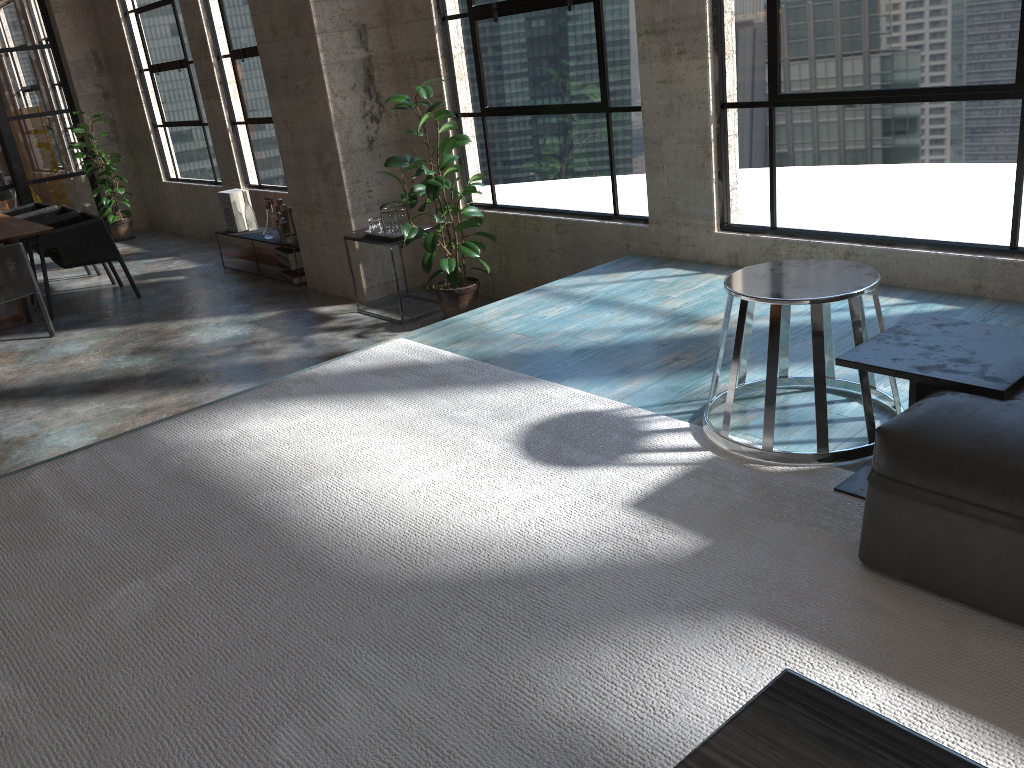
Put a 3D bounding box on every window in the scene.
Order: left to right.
[{"bbox_3d":[-5.747,-4.087,11.944,0.081,2.530,7.902,-23,26,-35],"label":"window"},{"bbox_3d":[-2.313,-3.020,8.043,0.081,2.530,1.780,-23,26,-35],"label":"window"},{"bbox_3d":[0.100,-2.271,5.303,0.081,2.530,1.780,-23,26,-35],"label":"window"},{"bbox_3d":[1.553,-1.820,3.654,0.081,2.530,1.780,-23,26,-35],"label":"window"}]

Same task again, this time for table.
[{"bbox_3d":[-4.876,-0.932,7.723,1.299,0.756,2.410,-23,26,-35],"label":"table"},{"bbox_3d":[-0.797,-0.798,6.276,0.450,0.563,0.600,-23,26,-35],"label":"table"},{"bbox_3d":[0.900,-0.101,2.760,0.620,0.472,0.620,-22,25,-33],"label":"table"},{"bbox_3d":[1.146,0.088,2.321,0.420,0.390,0.413,-23,26,-35],"label":"table"},{"bbox_3d":[0.582,0.866,0.593,0.900,0.309,1.500,-23,26,-35],"label":"table"}]

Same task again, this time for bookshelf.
[{"bbox_3d":[-2.165,-1.187,8.034,0.350,0.347,1.600,-23,26,-35],"label":"bookshelf"}]

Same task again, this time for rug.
[{"bbox_3d":[0.872,1.029,0.500,2.954,0.032,7.768,-23,26,-35],"label":"rug"}]

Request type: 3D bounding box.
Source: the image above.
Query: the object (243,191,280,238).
[{"bbox_3d":[-2.235,-1.535,7.960,0.199,0.365,0.703,-18,23,-25],"label":"object"}]

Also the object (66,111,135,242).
[{"bbox_3d":[-4.916,-2.492,10.673,0.514,1.552,0.886,-25,27,-38],"label":"object"}]

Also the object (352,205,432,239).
[{"bbox_3d":[-0.842,-1.156,6.078,0.327,0.253,0.546,-23,26,-35],"label":"object"}]

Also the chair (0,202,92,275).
[{"bbox_3d":[-4.837,-1.410,8.968,0.754,0.738,0.707,-23,26,-35],"label":"chair"}]

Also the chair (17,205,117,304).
[{"bbox_3d":[-4.310,-1.257,8.397,0.754,0.738,0.707,-21,25,-31],"label":"chair"}]

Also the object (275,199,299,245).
[{"bbox_3d":[-1.889,-1.388,7.511,0.248,0.333,0.415,-8,21,-2],"label":"object"}]

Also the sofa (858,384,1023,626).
[{"bbox_3d":[1.797,0.157,1.497,1.019,0.680,2.063,-23,26,-35],"label":"sofa"}]

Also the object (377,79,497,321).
[{"bbox_3d":[-0.444,-1.121,5.639,0.514,1.552,0.886,9,26,36],"label":"object"}]

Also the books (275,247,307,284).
[{"bbox_3d":[-1.834,-1.047,7.645,0.274,0.263,0.393,-18,24,-26],"label":"books"}]

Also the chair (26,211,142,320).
[{"bbox_3d":[-3.800,-1.071,7.747,0.754,0.738,0.707,-21,25,-31],"label":"chair"}]

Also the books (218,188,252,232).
[{"bbox_3d":[-2.587,-1.636,8.345,0.191,0.362,0.277,-23,26,-35],"label":"books"}]

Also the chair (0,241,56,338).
[{"bbox_3d":[-4.077,-0.673,6.814,0.707,0.738,0.754,-23,26,-35],"label":"chair"}]
